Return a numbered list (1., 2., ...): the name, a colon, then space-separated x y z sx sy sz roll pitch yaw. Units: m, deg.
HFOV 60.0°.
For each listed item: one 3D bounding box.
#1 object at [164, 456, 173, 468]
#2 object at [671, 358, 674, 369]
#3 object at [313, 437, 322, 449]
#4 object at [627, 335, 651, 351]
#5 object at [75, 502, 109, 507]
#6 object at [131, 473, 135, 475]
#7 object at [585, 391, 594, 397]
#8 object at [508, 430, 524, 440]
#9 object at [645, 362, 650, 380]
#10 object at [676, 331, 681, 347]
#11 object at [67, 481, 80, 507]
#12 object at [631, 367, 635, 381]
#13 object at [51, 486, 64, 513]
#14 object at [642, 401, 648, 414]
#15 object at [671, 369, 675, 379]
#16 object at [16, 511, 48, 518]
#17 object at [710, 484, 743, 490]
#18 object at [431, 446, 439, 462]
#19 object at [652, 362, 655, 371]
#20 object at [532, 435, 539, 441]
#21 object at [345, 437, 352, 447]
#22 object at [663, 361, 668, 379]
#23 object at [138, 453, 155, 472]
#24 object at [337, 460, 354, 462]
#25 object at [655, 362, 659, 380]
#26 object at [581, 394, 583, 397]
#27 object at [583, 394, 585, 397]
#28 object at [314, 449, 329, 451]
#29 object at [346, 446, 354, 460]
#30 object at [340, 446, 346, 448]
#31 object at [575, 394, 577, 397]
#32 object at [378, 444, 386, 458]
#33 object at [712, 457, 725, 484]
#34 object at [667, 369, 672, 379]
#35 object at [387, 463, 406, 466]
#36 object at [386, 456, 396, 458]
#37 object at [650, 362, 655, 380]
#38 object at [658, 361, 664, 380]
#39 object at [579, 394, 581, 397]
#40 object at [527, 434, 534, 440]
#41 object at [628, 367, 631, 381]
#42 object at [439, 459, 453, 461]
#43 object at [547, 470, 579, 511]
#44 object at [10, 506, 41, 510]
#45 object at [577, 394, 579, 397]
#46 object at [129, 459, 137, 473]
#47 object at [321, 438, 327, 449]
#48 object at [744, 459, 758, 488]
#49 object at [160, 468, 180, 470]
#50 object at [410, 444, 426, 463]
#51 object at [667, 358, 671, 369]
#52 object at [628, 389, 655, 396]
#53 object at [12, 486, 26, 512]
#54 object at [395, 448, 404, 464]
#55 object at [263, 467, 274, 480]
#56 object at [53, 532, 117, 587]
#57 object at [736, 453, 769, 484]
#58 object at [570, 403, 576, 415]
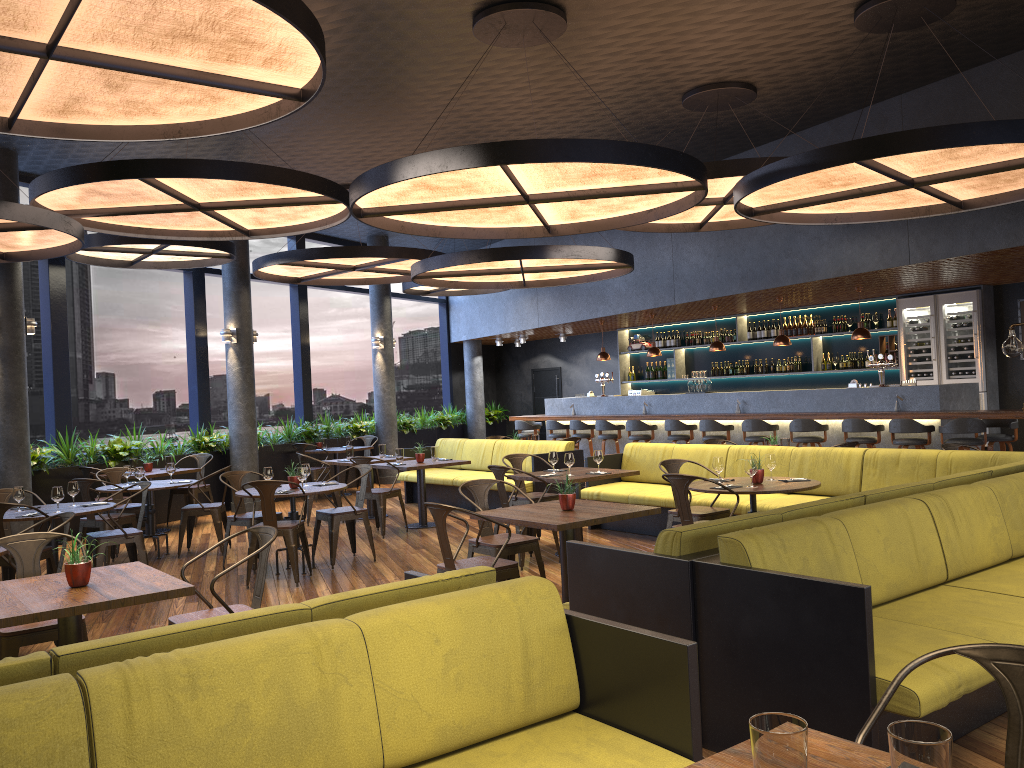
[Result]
1. object: -4.393 1.014 11.350 0.102 0.178 0.102 -3 -1 44
2. object: 3.013 -0.384 16.464 0.080 0.192 0.098 -2 -1 -37
3. object: -3.216 0.942 14.689 0.260 0.271 0.238 -2 -1 -36
4. object: 2.471 -0.802 17.209 0.229 0.319 0.579 -2 -1 -37
5. object: -3.569 1.024 7.540 0.255 0.019 0.157 -2 -1 -39
6. object: -4.776 1.108 10.953 0.255 0.019 0.157 -3 -1 28
7. object: 1.683 0.175 16.928 0.766 0.106 0.200 -2 -1 -37
8. object: 0.057 0.767 12.369 0.238 0.271 0.260 -2 -1 -32
9. object: 2.597 -0.242 16.959 0.094 0.340 0.094 -3 -1 -15
10. object: 3.067 -0.816 16.328 0.083 0.301 0.083 -2 -1 -30
11. object: -3.745 0.938 7.571 0.097 0.206 0.097 -3 -1 42
12. object: 2.375 -0.197 17.387 0.079 0.281 0.079 -2 -1 -34
13. object: -3.651 0.930 7.127 0.097 0.206 0.097 -2 -1 -21
14. object: 2.136 0.382 14.244 0.114 0.203 0.069 -3 -1 13
15. object: 3.022 -0.192 16.462 0.080 0.192 0.098 -2 -1 -37
16. object: -3.788 1.029 7.024 0.157 0.019 0.255 -3 -1 5
17. object: 1.630 0.772 6.695 0.255 0.019 0.157 -2 -1 -35
18. object: -0.928 0.845 10.702 0.102 0.178 0.102 -3 -1 18
19. object: 2.692 -0.246 17.003 0.094 0.340 0.094 -2 -1 -31
20. object: 0.335 0.801 12.361 0.102 0.178 0.102 -3 -1 38
21. object: -2.699 0.964 14.655 0.102 0.178 0.102 -3 -1 44
22. object: 2.899 -0.258 16.773 0.094 0.340 0.094 -3 -1 -15
23. object: -4.615 0.977 11.269 0.260 0.271 0.238 -2 -1 -21
24. object: -2.161 0.990 11.485 0.157 0.019 0.255 -2 -1 -38
25. object: 2.765 -0.251 16.931 0.094 0.340 0.094 -3 -1 -15
26. object: 1.302 0.214 16.579 0.042 0.059 0.042 -2 -1 -40
27. object: 1.342 0.212 16.609 0.042 0.059 0.042 -2 -1 -40
28. object: -3.082 1.058 14.258 0.255 0.019 0.157 -3 -1 28
29. object: -2.131 0.910 11.657 0.102 0.178 0.102 -3 -1 28
30. object: -2.733 1.046 14.824 0.255 0.019 0.157 -3 -1 28
31. object: 1.193 0.218 16.488 0.042 0.059 0.042 -2 -1 -40
32. object: -1.713 0.891 11.727 0.102 0.178 0.102 -3 -1 28
33. object: 1.632 0.681 7.002 0.097 0.206 0.097 -3 -1 -13
34. object: 2.961 -0.188 16.542 0.080 0.192 0.098 -2 -1 -37
35. object: -1.376 0.944 10.460 0.157 0.019 0.255 -2 -1 -38
36. object: -1.614 0.967 11.864 0.157 0.019 0.255 -2 -1 -38
37. object: 2.667 -0.246 16.889 0.094 0.340 0.094 -2 -1 -24
38. object: 2.804 -0.254 16.728 0.094 0.340 0.094 -3 -1 2
39. object: 1.273 0.215 16.536 0.042 0.059 0.042 -2 -1 -40
40. object: 0.265 0.808 12.780 0.102 0.178 0.102 -3 -1 -2
41. object: 2.318 -0.193 17.457 0.079 0.281 0.079 -3 -1 -19
42. object: -0.830 0.921 10.839 0.157 0.019 0.255 -2 -1 -38
43. object: 0.352 0.695 5.855 0.260 0.271 0.238 -3 -1 -2
44. object: -4.103 1.049 7.505 0.255 0.019 0.157 -3 -1 31
45. object: 1.231 0.217 16.516 0.042 0.059 0.042 -2 -1 -40
46. object: -4.748 1.028 11.118 0.102 0.178 0.102 -3 -1 34
47. object: -3.054 0.978 14.422 0.102 0.178 0.102 -3 -1 34
48. object: 1.795 0.670 6.654 0.097 0.206 0.097 -3 -1 1
49. object: -4.427 1.096 11.519 0.255 0.019 0.157 -3 -1 28
50. object: -1.097 0.806 10.644 0.238 0.271 0.260 -3 -1 1
51. object: 2.953 -0.380 16.545 0.080 0.192 0.098 -2 -1 -37
52. object: 2.434 0.377 17.045 0.550 0.569 0.355 -2 -1 -37
53. object: -4.076 0.952 7.334 0.097 0.206 0.097 -3 -1 4
54. object: -1.346 0.864 10.632 0.102 0.178 0.102 -2 -1 -32
55. object: -2.256 0.874 8.208 0.097 0.206 0.097 -3 -1 4
56. object: -1.979 0.788 4.052 0.260 0.271 0.238 -3 -1 1
57. object: 1.893 0.632 6.860 0.238 0.271 0.260 -3 -1 -16
58. object: 1.071 0.444 15.615 0.114 0.203 0.069 -3 -1 10
